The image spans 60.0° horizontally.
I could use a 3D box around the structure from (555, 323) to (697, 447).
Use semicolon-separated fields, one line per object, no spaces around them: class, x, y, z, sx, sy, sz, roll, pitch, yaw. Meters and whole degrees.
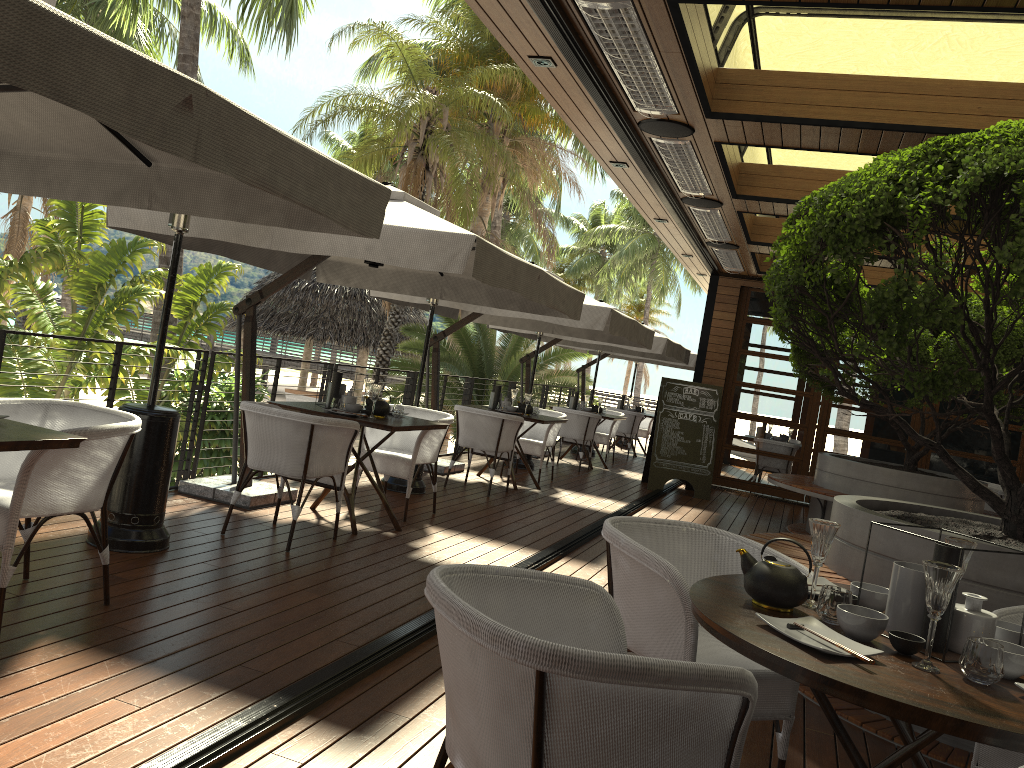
structure;2.116;0.072;15.668;2.416;2.332;2.412;10;1;18

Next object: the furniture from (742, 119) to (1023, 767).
furniture;2.439;0.224;4.166;2.617;2.722;2.694;10;1;9

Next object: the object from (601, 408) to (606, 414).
object;1.303;0.385;12.622;0.086;0.086;0.086;10;1;23

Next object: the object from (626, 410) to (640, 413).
object;2.103;0.483;15.363;0.295;0.025;0.170;10;1;18

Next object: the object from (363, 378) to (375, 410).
object;-1.036;0.074;6.328;0.082;0.227;0.082;10;0;19

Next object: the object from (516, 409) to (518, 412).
object;0.045;0.275;9.463;0.080;0.042;0.080;9;1;-20

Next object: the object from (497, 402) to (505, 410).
object;-0.111;0.235;9.096;0.086;0.086;0.086;10;1;23

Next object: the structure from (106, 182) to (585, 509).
structure;-1.038;-0.221;6.052;2.416;2.332;2.412;10;1;18

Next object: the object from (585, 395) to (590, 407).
object;1.066;0.269;12.734;0.082;0.227;0.082;10;0;19

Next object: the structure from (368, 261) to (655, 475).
structure;0.013;-0.123;9.258;2.416;2.332;2.412;10;1;18

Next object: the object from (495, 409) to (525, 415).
object;-0.011;0.287;8.917;0.295;0.025;0.170;10;1;18

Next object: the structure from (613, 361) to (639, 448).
structure;2.341;0.134;17.320;0.699;2.192;0.699;9;0;6

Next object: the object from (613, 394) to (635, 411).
object;1.987;0.334;15.760;0.263;0.264;0.264;9;1;-27

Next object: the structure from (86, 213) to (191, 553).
structure;-1.823;-0.252;4.625;0.699;2.192;0.699;9;0;6

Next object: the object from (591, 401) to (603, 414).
object;1.198;0.325;12.429;0.168;0.179;0.163;10;1;16

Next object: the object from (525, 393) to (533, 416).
object;0.152;0.207;8.987;0.082;0.227;0.082;9;0;7

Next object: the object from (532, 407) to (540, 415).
object;0.251;0.287;9.414;0.086;0.086;0.086;10;1;23

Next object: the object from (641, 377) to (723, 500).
object;2.157;0.659;11.165;0.768;1.397;0.771;9;1;3

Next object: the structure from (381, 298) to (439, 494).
structure;-0.783;-0.155;7.795;0.699;2.192;0.699;9;0;6

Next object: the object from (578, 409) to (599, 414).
object;1.041;0.385;12.125;0.295;0.025;0.170;10;1;18

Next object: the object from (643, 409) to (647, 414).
object;2.365;0.483;15.860;0.086;0.086;0.086;10;1;23

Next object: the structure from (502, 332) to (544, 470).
structure;0.253;-0.059;10.956;0.699;2.192;0.699;9;0;6

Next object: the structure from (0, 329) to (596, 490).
structure;-2.502;0.308;5.477;0.163;1.153;26.248;10;1;18

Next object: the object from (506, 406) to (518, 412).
object;-0.004;0.264;9.081;0.116;0.065;0.116;10;1;17

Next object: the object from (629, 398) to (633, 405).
object;2.128;0.367;15.971;0.082;0.227;0.082;10;0;19

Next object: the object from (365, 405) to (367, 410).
object;-1.004;0.177;6.266;0.080;0.042;0.080;9;1;-20

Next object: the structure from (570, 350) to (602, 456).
structure;1.312;0.039;14.182;0.699;2.192;0.699;9;0;6

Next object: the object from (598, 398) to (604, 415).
object;1.204;0.305;12.195;0.082;0.227;0.082;10;0;19

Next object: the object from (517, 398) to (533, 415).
object;0.148;0.228;9.218;0.163;0.179;0.168;10;1;20

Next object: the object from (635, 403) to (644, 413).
object;2.260;0.424;15.666;0.168;0.179;0.163;10;1;16

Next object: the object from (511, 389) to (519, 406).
object;0.013;0.171;9.526;0.082;0.227;0.082;10;0;19

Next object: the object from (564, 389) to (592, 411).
object;0.925;0.235;12.522;0.263;0.264;0.264;9;1;-27

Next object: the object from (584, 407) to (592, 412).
object;1.048;0.362;12.289;0.116;0.065;0.116;10;1;22

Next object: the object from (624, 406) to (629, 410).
object;2.003;0.431;15.541;0.086;0.086;0.086;10;1;23

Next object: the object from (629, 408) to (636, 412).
object;2.110;0.460;15.526;0.116;0.065;0.116;10;1;22

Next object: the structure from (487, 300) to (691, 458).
structure;1.064;-0.026;12.463;2.416;2.332;2.412;10;1;18

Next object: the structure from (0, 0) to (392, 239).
structure;-2.090;-0.318;2.847;2.416;2.332;2.412;10;1;18

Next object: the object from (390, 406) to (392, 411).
object;-0.909;0.182;6.235;0.116;0.065;0.116;10;1;17

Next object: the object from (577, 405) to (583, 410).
object;0.941;0.332;12.304;0.086;0.086;0.086;10;1;23

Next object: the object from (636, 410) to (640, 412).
object;2.201;0.488;15.496;0.080;0.042;0.080;9;1;-13

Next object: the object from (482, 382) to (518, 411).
object;-0.127;0.138;9.314;0.263;0.264;0.264;9;1;-27

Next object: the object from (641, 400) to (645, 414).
object;2.266;0.403;15.432;0.082;0.227;0.082;10;0;19

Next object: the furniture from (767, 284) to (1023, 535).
furniture;4.118;0.385;9.063;2.567;2.722;2.722;9;1;-17

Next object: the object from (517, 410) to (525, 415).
object;0.087;0.291;9.051;0.080;0.042;0.080;9;1;-20

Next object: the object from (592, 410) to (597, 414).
object;1.139;0.389;12.259;0.080;0.042;0.080;10;1;10

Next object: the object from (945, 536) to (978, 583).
object;1.222;0.542;2.449;0.082;0.227;0.082;9;0;-20
